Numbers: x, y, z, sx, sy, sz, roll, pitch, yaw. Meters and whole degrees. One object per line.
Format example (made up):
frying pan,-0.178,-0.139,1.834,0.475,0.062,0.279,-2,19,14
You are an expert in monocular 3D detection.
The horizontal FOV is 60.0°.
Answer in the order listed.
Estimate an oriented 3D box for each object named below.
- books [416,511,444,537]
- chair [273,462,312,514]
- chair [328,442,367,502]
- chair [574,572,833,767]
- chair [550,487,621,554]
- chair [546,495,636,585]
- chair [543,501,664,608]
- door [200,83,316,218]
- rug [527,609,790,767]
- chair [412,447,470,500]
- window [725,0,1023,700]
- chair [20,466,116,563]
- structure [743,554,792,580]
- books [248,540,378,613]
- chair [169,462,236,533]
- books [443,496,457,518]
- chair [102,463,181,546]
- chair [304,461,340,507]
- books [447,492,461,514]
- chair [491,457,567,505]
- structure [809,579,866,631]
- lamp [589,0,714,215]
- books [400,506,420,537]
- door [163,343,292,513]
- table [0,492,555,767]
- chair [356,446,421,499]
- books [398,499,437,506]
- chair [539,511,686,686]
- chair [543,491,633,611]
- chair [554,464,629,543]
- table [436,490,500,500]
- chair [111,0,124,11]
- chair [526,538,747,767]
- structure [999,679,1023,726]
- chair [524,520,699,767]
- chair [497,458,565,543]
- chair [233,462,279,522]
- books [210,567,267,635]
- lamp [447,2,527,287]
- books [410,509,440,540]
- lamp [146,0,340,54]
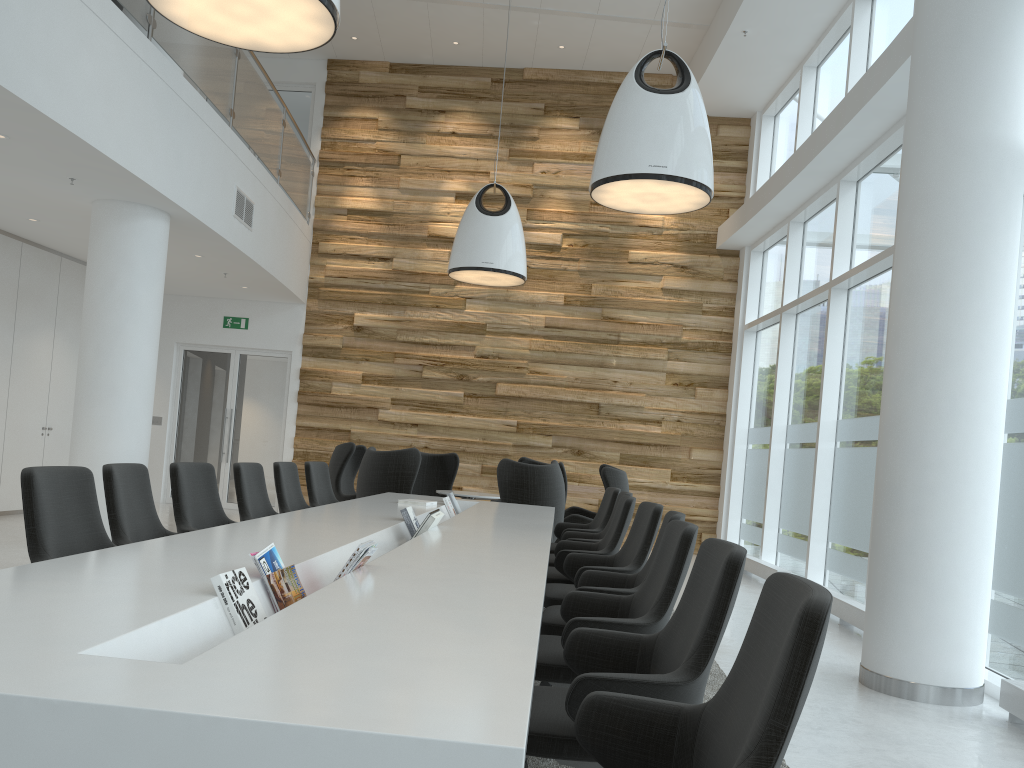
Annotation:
books,-0.479,0.821,4.855,0.158,0.241,0.353,5,-3,3
chair,-1.502,1.088,6.651,0.673,0.965,0.687,5,-2,3
chair,-1.606,1.240,9.869,0.918,1.151,0.915,5,-2,-7
chair,0.293,0.864,1.827,0.673,0.965,0.687,5,-2,8
chair,0.563,1.328,7.425,0.674,0.965,0.686,5,-2,-2
chair,0.459,1.186,5.739,0.673,0.965,0.687,5,-2,3
chair,0.502,1.132,4.999,0.674,0.965,0.686,5,-2,-2
door,-3.860,-3.293,13.192,1.804,2.399,0.132,5,-1,6
rug,-0.743,1.513,4.990,3.937,0.010,13.485,5,-4,4
chair,-0.962,1.373,10.846,0.917,1.151,0.916,6,-3,-37
window,-17.039,-2.582,10.121,62.789,6.132,30.947,1,-6,43
chair,-1.621,0.834,3.551,0.673,0.965,0.687,5,-2,3
structure,2.800,2.148,10.478,0.150,0.213,2.695,5,-4,-1
books,-0.638,0.661,2.917,0.230,0.275,0.599,4,-4,24
chair,-1.640,0.952,5.076,0.673,0.965,0.687,5,-2,8
books,-0.474,0.998,6.954,0.139,0.223,0.162,5,-2,4
chair,-1.664,0.889,4.291,0.674,0.965,0.686,5,-2,-2
chair,-1.455,1.156,7.463,0.673,0.965,0.687,5,-2,8
books,-0.460,1.019,7.292,0.153,0.241,0.183,5,-2,4
chair,0.198,1.468,10.783,0.912,1.151,0.921,4,-2,23
structure,2.783,1.898,7.317,0.150,0.213,2.696,5,-4,2
lamp,1.145,-3.143,6.358,0.887,3.643,0.882,6,-1,-43
books,-0.573,0.843,5.198,0.153,0.238,0.191,5,-2,3
door,-4.202,0.651,13.155,1.804,2.399,0.132,5,-1,6
table,-0.577,1.129,4.646,1.499,0.738,6.574,5,-4,4
chair,-1.094,1.204,8.849,0.912,1.151,0.921,4,-2,23
books,-0.712,0.894,6.697,0.224,0.026,0.264,4,-5,13
chair,0.479,1.068,4.214,0.673,0.965,0.687,5,-2,8
chair,0.548,1.258,6.549,0.673,0.965,0.687,5,-2,3
chair,0.804,1.440,9.760,0.918,1.151,0.915,5,-2,-7
table,-0.470,1.556,9.792,0.797,0.695,0.802,3,-3,28
chair,-3.548,-3.154,7.006,0.914,1.151,0.918,5,-2,-6
chair,0.341,0.932,2.639,0.673,0.965,0.687,5,-2,3
structure,2.561,1.570,3.395,0.150,0.213,2.697,5,-4,5
chair,0.375,1.000,3.457,0.673,0.965,0.687,5,-2,3
chair,0.082,1.299,8.756,0.917,1.151,0.916,6,-3,-37
chair,-1.537,1.021,5.832,0.673,0.965,0.687,5,-2,3
books,-0.729,0.624,2.426,0.143,0.226,0.204,5,-2,2
lamp,-0.122,-2.979,9.839,0.882,3.643,0.887,4,-1,42
books,-0.494,0.800,4.837,0.139,0.229,0.357,5,-3,3
lamp,-1.078,-3.516,4.060,0.887,3.643,0.882,6,-1,-41
